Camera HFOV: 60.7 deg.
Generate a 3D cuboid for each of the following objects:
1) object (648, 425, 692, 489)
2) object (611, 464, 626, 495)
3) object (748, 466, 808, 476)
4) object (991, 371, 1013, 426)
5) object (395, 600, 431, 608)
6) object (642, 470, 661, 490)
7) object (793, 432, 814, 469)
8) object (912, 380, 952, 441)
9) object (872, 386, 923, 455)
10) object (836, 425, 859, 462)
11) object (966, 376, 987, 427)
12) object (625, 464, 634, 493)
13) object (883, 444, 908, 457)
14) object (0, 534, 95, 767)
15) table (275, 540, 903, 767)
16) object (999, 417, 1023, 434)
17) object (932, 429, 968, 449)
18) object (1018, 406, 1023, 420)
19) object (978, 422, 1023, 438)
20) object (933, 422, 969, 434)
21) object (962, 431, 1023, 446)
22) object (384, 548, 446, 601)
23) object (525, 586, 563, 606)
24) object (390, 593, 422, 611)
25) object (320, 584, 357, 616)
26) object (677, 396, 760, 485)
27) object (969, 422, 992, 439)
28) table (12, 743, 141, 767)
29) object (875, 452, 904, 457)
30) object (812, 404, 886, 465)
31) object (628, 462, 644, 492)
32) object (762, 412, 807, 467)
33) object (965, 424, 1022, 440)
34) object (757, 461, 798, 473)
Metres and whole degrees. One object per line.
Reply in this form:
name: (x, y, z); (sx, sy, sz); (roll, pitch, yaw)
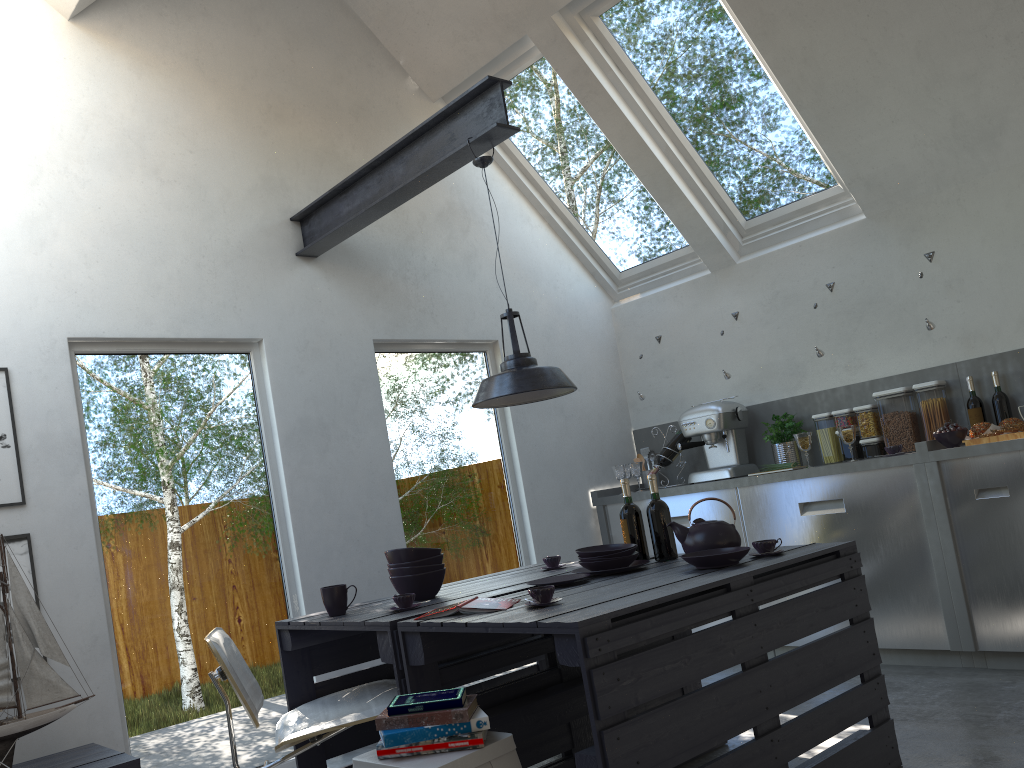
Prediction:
object: (0.989, 0.470, 5.654); (0.324, 0.392, 0.241); (-8, -5, -12)
object: (0.711, 0.624, 5.694); (0.105, 0.191, 0.092); (-13, -6, 42)
object: (1.491, 0.488, 4.909); (0.170, 0.012, 0.281); (-1, -10, -44)
object: (2.426, 0.107, 4.337); (0.067, 0.343, 0.077); (-6, -5, -39)
object: (-0.358, 0.797, 3.162); (0.131, 0.013, 0.028); (-8, -7, -2)
object: (0.943, 0.647, 5.918); (0.107, 0.131, 0.107); (-9, -5, -1)
object: (1.581, 0.358, 4.708); (0.100, 0.191, 0.097); (-10, -5, 7)
object: (2.213, 0.166, 4.569); (0.120, 0.352, 0.137); (-5, -6, -43)
object: (2.085, 0.204, 4.710); (0.120, 0.352, 0.187); (-5, -6, -43)
object: (1.800, 0.319, 4.661); (0.105, 0.191, 0.092); (-13, -6, 36)
object: (2.348, 0.131, 4.425); (0.078, 0.343, 0.068); (-13, -5, 41)
object: (0.769, 0.631, 5.818); (0.103, 0.191, 0.094); (-11, -5, 19)
object: (1.919, 0.335, 4.388); (0.110, 0.056, 0.123); (-5, -8, -27)
object: (-1.880, 0.918, 3.043); (0.741, 0.985, 0.150); (-5, -6, -41)
table: (0.215, 1.134, 3.257); (1.412, 0.793, 1.716); (-3, -9, -42)
object: (2.364, 0.197, 4.141); (0.120, 0.076, 0.119); (-9, -6, 1)
object: (2.094, 0.266, 4.166); (0.149, 0.079, 0.145); (-10, -7, 6)
object: (2.425, 0.151, 4.058); (0.086, 0.119, 0.085); (-7, -5, -20)
object: (2.374, 0.154, 3.980); (0.475, 0.111, 0.121); (-11, -6, 20)
object: (2.086, 0.217, 4.169); (0.170, 0.094, 0.133); (-13, -8, 34)
object: (2.368, 0.225, 3.978); (0.288, 0.028, 0.504); (-2, -10, -42)
object: (-0.376, 0.746, 3.464); (0.200, 0.213, 0.207); (-4, -7, -41)
object: (0.093, 0.644, 2.659); (0.109, 0.056, 0.124); (-4, -8, -34)
object: (-0.383, 0.780, 3.130); (0.124, 0.056, 0.109); (-14, -8, 35)
object: (-0.660, 0.820, 3.315); (0.138, 0.109, 0.094); (-14, -7, 39)
object: (1.243, 0.344, 5.372); (0.401, 0.498, 0.383); (-4, -7, -42)
object: (2.248, 0.220, 4.177); (0.120, 0.076, 0.119); (-9, -6, 1)
table: (-1.813, 1.617, 3.062); (0.869, 0.413, 0.561); (-3, -9, -41)
object: (1.885, 0.355, 4.370); (0.139, 0.013, 0.026); (-12, -8, 24)
object: (1.893, 0.289, 4.905); (0.099, 0.292, 0.365); (-5, -7, -42)
object: (0.815, 0.605, 5.674); (0.095, 0.191, 0.103); (-8, -5, -19)
object: (1.596, 0.337, 5.130); (0.250, 0.340, 0.250); (-9, -5, 1)
object: (2.285, 0.216, 4.150); (0.193, 0.059, 0.205); (-6, -8, -22)
object: (1.472, 0.470, 4.925); (0.135, 0.053, 0.292); (-5, -8, -28)
